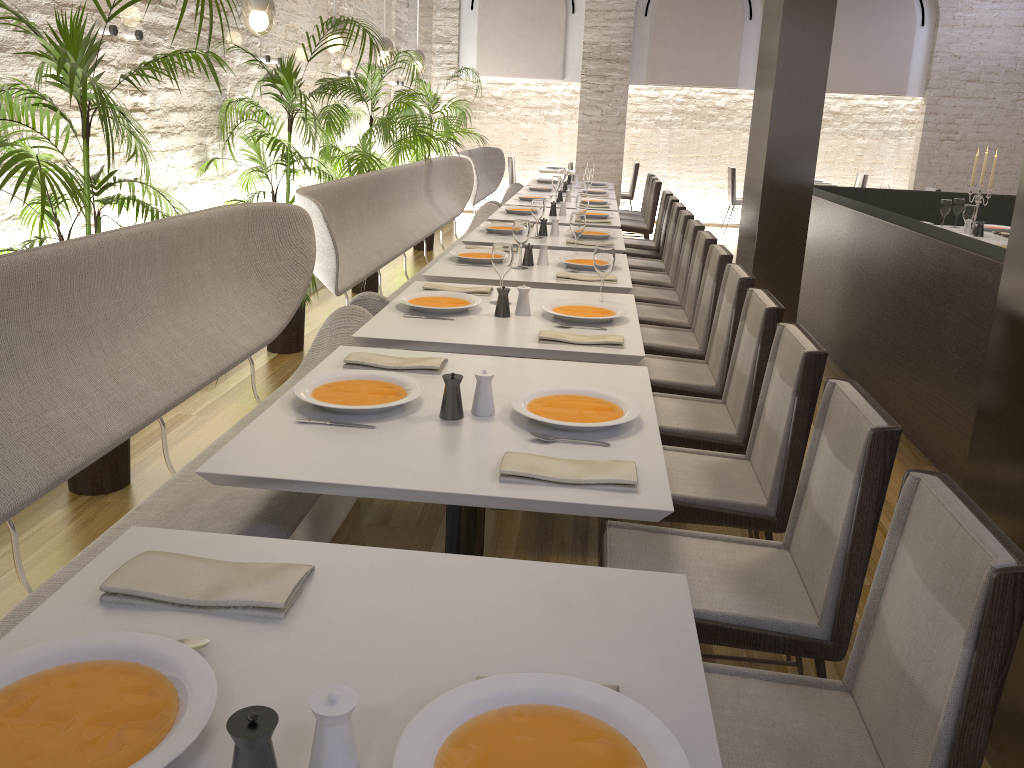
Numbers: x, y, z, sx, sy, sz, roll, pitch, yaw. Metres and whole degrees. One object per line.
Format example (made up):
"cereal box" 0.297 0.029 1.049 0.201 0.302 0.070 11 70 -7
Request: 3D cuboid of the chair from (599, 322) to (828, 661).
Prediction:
"chair" 0.552 0.281 2.615 0.566 0.896 0.416 4 15 5

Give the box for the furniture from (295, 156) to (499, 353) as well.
"furniture" -0.494 -0.904 6.045 0.709 1.086 4.522 4 17 5

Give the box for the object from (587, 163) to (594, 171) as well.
"object" 0.891 -2.404 10.099 0.087 0.228 0.086 13 18 33

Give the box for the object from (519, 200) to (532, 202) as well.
"object" 0.155 -1.562 7.577 0.185 0.010 0.017 4 16 5

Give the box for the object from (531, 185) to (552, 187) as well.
"object" 0.336 -2.031 9.145 0.273 0.032 0.144 4 17 5

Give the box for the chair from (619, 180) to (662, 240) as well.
"chair" 1.190 -1.606 8.948 0.566 0.896 0.416 4 15 5

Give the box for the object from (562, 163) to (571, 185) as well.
"object" 0.593 -2.292 9.683 0.087 0.228 0.086 13 18 33

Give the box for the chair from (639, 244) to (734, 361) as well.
"chair" 0.720 -0.215 4.279 0.566 0.896 0.416 4 15 5

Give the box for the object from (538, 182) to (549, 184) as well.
"object" 0.373 -2.206 9.740 0.185 0.010 0.017 4 16 5

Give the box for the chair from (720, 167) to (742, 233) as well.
"chair" 3.306 -2.595 12.539 0.566 0.896 0.416 4 15 5

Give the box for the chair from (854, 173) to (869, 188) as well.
"chair" 4.611 -2.502 12.430 0.566 0.896 0.416 4 15 5

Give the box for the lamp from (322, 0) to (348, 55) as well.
"lamp" -1.169 -3.240 5.835 0.178 2.020 0.179 0 15 -10

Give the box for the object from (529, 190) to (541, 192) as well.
"object" 0.262 -1.879 8.641 0.185 0.010 0.017 4 16 5

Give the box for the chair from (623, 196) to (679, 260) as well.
"chair" 0.999 -1.041 7.051 0.566 0.896 0.416 4 15 5

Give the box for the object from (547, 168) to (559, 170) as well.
"object" 0.585 -3.036 12.514 0.185 0.010 0.017 4 16 5

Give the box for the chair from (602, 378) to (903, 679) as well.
"chair" 0.494 0.451 2.042 0.566 0.896 0.416 4 15 5

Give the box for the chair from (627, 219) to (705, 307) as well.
"chair" 0.829 -0.538 5.364 0.566 0.896 0.416 4 15 5

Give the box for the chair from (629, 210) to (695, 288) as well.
"chair" 0.886 -0.708 5.934 0.566 0.896 0.416 4 15 5

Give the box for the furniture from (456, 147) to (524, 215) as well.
"furniture" -0.136 -1.960 9.590 0.707 1.086 2.611 4 17 5

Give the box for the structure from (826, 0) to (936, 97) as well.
"structure" 4.490 -4.524 11.183 1.634 1.658 0.099 4 15 5

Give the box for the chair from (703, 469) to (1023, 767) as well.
"chair" 0.439 0.614 1.497 0.566 0.896 0.416 4 15 5

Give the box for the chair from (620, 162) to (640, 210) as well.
"chair" 1.513 -2.722 12.688 0.566 0.896 0.416 4 15 5

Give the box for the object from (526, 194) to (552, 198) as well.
"object" 0.229 -1.715 8.081 0.273 0.032 0.144 4 17 5

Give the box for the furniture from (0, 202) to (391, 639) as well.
"furniture" -0.945 0.428 1.571 0.709 1.086 4.522 4 17 5

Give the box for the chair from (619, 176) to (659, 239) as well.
"chair" 1.245 -1.767 9.489 0.566 0.896 0.416 4 15 5

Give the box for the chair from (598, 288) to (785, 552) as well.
"chair" 0.607 0.118 3.161 0.566 0.896 0.416 4 15 5

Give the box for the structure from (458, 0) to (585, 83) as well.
"structure" 0.134 -4.834 11.547 1.634 1.658 0.099 4 15 5

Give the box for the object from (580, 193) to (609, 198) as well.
"object" 0.783 -1.793 8.424 0.273 0.032 0.144 4 17 5

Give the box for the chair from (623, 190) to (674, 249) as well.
"chair" 1.053 -1.201 7.589 0.566 0.896 0.416 4 15 5

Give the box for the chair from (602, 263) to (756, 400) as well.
"chair" 0.662 -0.044 3.706 0.566 0.896 0.416 4 15 5

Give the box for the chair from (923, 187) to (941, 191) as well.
"chair" 4.349 -1.729 9.835 0.566 0.896 0.416 4 15 5

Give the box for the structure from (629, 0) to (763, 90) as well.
"structure" 2.382 -4.674 11.359 1.634 1.658 0.099 4 15 5

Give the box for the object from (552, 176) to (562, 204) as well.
"object" 0.377 -1.653 7.538 0.087 0.228 0.086 13 18 33

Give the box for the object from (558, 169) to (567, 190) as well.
"object" 0.484 -1.968 8.596 0.087 0.228 0.086 13 18 33

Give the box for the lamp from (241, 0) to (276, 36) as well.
"lamp" -1.306 -2.837 4.483 0.178 2.020 0.179 10 16 25

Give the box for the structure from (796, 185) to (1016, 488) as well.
"structure" 3.023 0.313 2.719 2.372 0.990 10.860 4 17 5

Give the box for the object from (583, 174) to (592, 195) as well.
"object" 0.674 -1.765 7.954 0.087 0.228 0.086 13 18 33

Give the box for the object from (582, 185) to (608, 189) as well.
"object" 0.894 -2.120 9.523 0.273 0.032 0.144 4 17 5

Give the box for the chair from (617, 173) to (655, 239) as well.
"chair" 1.301 -1.933 10.045 0.566 0.896 0.416 4 15 5

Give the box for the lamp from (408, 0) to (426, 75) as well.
"lamp" -0.897 -4.045 8.539 0.178 2.020 0.179 -2 15 -16

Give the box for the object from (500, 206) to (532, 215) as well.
"object" 0.069 -1.303 6.673 0.322 0.036 0.325 -2 18 -16

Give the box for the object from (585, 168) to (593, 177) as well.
"object" 0.781 -2.080 9.012 0.087 0.228 0.086 13 18 33

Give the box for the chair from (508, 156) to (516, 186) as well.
"chair" 0.209 -2.815 12.797 0.566 0.896 0.416 4 15 5

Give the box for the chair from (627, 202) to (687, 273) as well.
"chair" 0.942 -0.871 6.483 0.566 0.896 0.416 4 15 5

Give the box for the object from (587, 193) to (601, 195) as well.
"object" 0.796 -1.843 8.594 0.181 0.015 0.039 5 17 6

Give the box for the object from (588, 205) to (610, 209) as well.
"object" 0.675 -1.476 7.360 0.273 0.032 0.144 4 17 5

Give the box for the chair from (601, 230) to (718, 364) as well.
"chair" 0.774 -0.376 4.820 0.566 0.896 0.416 4 15 5

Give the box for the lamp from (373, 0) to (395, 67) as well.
"lamp" -1.032 -3.647 7.201 0.178 2.020 0.179 -2 15 -16
